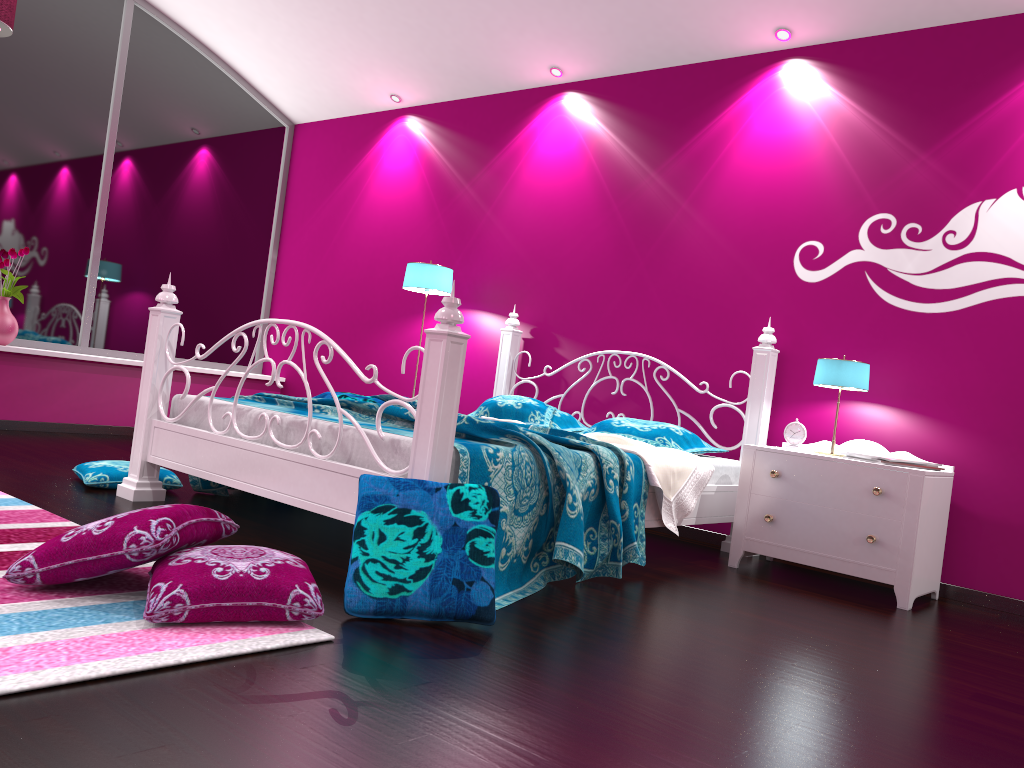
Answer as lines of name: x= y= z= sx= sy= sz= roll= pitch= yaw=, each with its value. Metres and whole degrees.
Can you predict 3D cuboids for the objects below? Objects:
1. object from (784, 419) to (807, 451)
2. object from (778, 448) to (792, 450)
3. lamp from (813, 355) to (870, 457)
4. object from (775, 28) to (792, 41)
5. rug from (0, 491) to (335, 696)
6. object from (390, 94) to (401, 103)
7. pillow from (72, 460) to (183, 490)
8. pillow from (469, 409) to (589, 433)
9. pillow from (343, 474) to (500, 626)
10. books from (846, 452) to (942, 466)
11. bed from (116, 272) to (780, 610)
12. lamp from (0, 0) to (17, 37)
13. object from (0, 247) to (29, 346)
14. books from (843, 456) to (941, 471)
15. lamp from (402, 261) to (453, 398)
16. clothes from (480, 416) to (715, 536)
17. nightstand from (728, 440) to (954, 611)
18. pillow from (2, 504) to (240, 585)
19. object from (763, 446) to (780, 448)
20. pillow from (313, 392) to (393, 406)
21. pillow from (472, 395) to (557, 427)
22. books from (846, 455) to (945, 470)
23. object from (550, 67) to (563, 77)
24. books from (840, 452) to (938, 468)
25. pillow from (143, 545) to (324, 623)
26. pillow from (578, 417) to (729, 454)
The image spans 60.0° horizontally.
object: x=1.273 y=0.226 z=3.986 sx=0.106 sy=0.140 sz=0.033 roll=7 pitch=-1 yaw=42
object: x=1.175 y=0.280 z=3.839 sx=0.073 sy=0.003 sz=0.073 roll=7 pitch=0 yaw=3
lamp: x=1.416 y=0.093 z=3.848 sx=0.229 sy=0.438 sz=0.229 roll=7 pitch=0 yaw=-5
object: x=1.333 y=-1.722 z=4.351 sx=0.080 sy=0.058 sz=0.085 roll=7 pitch=-1 yaw=40
rug: x=-1.653 y=0.430 z=2.193 sx=2.100 sy=0.018 sz=1.400 roll=7 pitch=-1 yaw=40
object: x=-0.801 y=-1.986 z=6.143 sx=0.080 sy=0.058 sz=0.085 roll=7 pitch=-1 yaw=40
pillow: x=-1.694 y=0.400 z=3.907 sx=0.401 sy=0.101 sz=0.417 roll=8 pitch=-1 yaw=-34
pillow: x=0.076 y=0.176 z=4.783 sx=0.717 sy=0.141 sz=0.401 roll=7 pitch=-1 yaw=35
pillow: x=-0.233 y=0.444 z=2.394 sx=0.402 sy=0.357 sz=0.264 roll=8 pitch=0 yaw=-10
books: x=1.555 y=0.308 z=3.611 sx=0.300 sy=0.012 sz=0.221 roll=8 pitch=-1 yaw=-27
bed: x=-0.174 y=0.066 z=3.969 sx=2.167 sy=1.143 sz=2.317 roll=7 pitch=-1 yaw=40
lamp: x=-2.411 y=-2.214 z=4.037 sx=0.377 sy=1.129 sz=0.377 roll=7 pitch=0 yaw=22
object: x=-3.094 y=-0.542 z=5.397 sx=0.264 sy=0.614 sz=0.242 roll=7 pitch=0 yaw=8
books: x=1.547 y=0.325 z=3.618 sx=0.300 sy=0.007 sz=0.220 roll=8 pitch=0 yaw=-20
lamp: x=-0.581 y=-0.081 z=5.403 sx=0.303 sy=1.352 sz=0.303 roll=7 pitch=0 yaw=-5
clothes: x=0.299 y=0.389 z=3.936 sx=1.036 sy=0.376 sz=0.553 roll=7 pitch=-1 yaw=35
nightstand: x=1.380 y=0.533 z=3.741 sx=0.742 sy=0.616 sz=0.455 roll=7 pitch=-1 yaw=40
pillow: x=-0.970 y=0.402 z=2.258 sx=0.391 sy=0.224 sz=0.425 roll=7 pitch=0 yaw=8
object: x=1.121 y=0.272 z=3.839 sx=0.073 sy=0.006 sz=0.073 roll=7 pitch=0 yaw=3
pillow: x=-0.693 y=0.107 z=3.948 sx=0.425 sy=0.127 sz=0.404 roll=8 pitch=-1 yaw=-40
pillow: x=0.013 y=0.146 z=4.550 sx=0.404 sy=0.176 sz=0.418 roll=7 pitch=0 yaw=8
books: x=1.560 y=0.320 z=3.615 sx=0.300 sy=0.007 sz=0.220 roll=8 pitch=0 yaw=-15
object: x=0.266 y=-1.854 z=5.247 sx=0.080 sy=0.058 sz=0.085 roll=7 pitch=-1 yaw=40
books: x=1.540 y=0.310 z=3.630 sx=0.300 sy=0.007 sz=0.220 roll=8 pitch=0 yaw=-11
pillow: x=-0.684 y=0.482 z=2.186 sx=0.429 sy=0.142 sz=0.400 roll=8 pitch=0 yaw=-26
pillow: x=0.642 y=0.246 z=4.318 sx=0.717 sy=0.141 sz=0.401 roll=7 pitch=-1 yaw=42
